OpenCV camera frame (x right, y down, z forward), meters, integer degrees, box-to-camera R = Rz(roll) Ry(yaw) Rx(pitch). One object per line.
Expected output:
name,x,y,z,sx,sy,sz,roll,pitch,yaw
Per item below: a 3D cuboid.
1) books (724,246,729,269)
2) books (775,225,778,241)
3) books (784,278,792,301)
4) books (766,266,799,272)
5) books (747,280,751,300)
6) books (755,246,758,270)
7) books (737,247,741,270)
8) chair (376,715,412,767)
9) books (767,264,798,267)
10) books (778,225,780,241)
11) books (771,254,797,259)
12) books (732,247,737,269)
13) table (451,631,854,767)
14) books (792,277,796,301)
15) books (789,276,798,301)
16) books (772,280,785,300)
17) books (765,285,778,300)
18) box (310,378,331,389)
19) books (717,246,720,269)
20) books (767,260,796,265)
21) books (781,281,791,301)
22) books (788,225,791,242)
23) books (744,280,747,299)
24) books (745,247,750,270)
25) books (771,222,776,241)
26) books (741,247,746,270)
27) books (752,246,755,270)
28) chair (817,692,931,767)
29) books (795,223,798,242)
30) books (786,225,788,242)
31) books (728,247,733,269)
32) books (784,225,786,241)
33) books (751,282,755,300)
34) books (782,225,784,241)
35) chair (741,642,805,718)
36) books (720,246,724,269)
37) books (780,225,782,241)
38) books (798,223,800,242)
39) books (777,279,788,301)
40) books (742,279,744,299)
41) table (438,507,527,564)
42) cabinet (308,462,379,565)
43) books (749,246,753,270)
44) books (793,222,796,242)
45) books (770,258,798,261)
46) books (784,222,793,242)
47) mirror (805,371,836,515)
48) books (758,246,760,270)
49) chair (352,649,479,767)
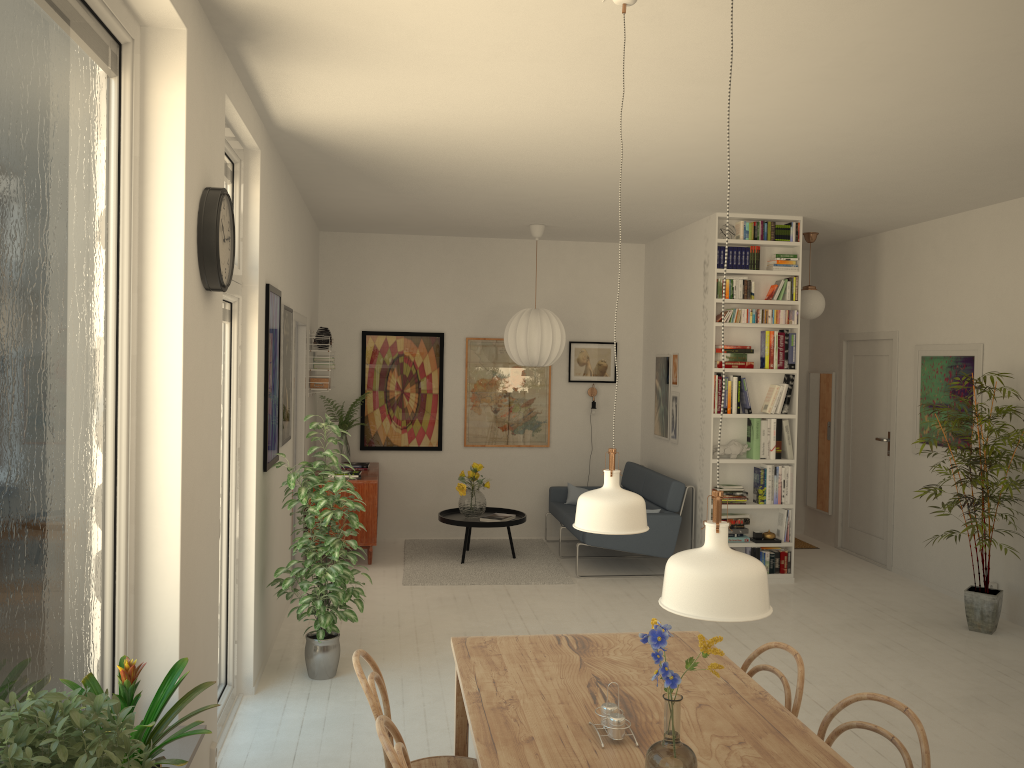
books,1.662,-0.988,7.021,0.034,0.178,0.188,1,1,-8
books,2.070,-1.189,7.040,0.017,0.130,0.150,1,1,-8
books,2.194,-0.752,7.112,0.022,0.187,0.186,1,1,-8
books,2.140,-0.909,7.091,0.214,0.038,0.222,1,2,-8
books,1.844,-0.737,7.021,0.023,0.153,0.176,1,1,-8
books,1.906,-0.990,7.055,0.020,0.191,0.205,1,1,-8
books,1.766,-0.986,7.035,0.034,0.178,0.188,1,1,-8
chair,-0.105,1.238,2.232,0.483,0.810,0.385,1,1,-11
books,2.143,-0.937,7.089,0.200,0.018,0.208,1,2,-8
books,2.088,-1.189,7.043,0.017,0.130,0.150,1,1,-8
books,2.158,-1.009,7.083,0.169,0.032,0.188,1,2,-3
books,1.732,-0.987,7.030,0.034,0.178,0.188,1,1,-8
table,0.349,1.285,2.262,0.894,0.749,1.798,1,1,-8
books,2.215,-0.752,7.101,0.014,0.188,0.218,1,1,-8
books,2.234,-0.757,7.101,0.022,0.198,0.212,1,1,-8
books,2.090,-0.742,7.097,0.092,0.165,0.222,1,1,-8
books,2.054,-0.726,7.105,0.073,0.129,0.200,1,1,-8
box,-1.632,-0.008,7.555,0.152,0.084,0.266,1,2,-8
books,1.593,-0.989,7.011,0.034,0.178,0.188,1,1,-8
books,2.131,-0.961,7.086,0.173,0.030,0.199,1,2,-18
books,2.169,-0.734,7.091,0.030,0.153,0.200,1,1,-8
books,2.175,-1.187,7.055,0.017,0.130,0.150,1,1,-8
books,1.816,-0.740,7.050,0.024,0.155,0.206,1,1,-8
books,1.836,-0.985,7.045,0.034,0.178,0.188,1,1,-8
books,2.042,-1.202,7.064,0.032,0.152,0.200,1,1,-8
books,1.801,-0.986,7.040,0.034,0.178,0.188,1,1,-8
books,1.885,-0.990,7.060,0.020,0.191,0.205,1,1,-8
chair,0.816,1.254,2.302,0.483,0.810,0.385,1,1,-26
books,2.231,-1.197,7.097,0.021,0.151,0.228,1,1,-8
books,2.157,-1.188,7.053,0.017,0.130,0.150,1,1,-8
books,1.697,-0.988,7.026,0.034,0.178,0.188,1,1,-8
books,2.140,-1.188,7.050,0.017,0.130,0.150,1,1,-8
books,1.879,-0.732,7.045,0.020,0.145,0.189,1,1,-8
books,2.122,-1.188,7.048,0.017,0.130,0.150,1,1,-8
chair,0.654,1.238,2.786,0.483,0.810,0.385,1,1,-11
books,1.628,-0.989,7.016,0.034,0.178,0.188,1,1,-8
books,2.105,-1.188,7.045,0.017,0.130,0.150,1,1,-8
books,2.245,-1.199,7.121,0.014,0.154,0.260,1,1,-8
books,2.125,-0.744,7.089,0.065,0.168,0.229,1,1,-8
books,1.800,-0.742,7.028,0.013,0.159,0.176,1,1,-8
table,-0.260,1.316,7.659,0.761,0.386,0.761,1,1,8
cabinet,-1.454,1.123,7.773,0.546,0.727,1.262,1,1,-8
books,1.864,-0.991,7.060,0.020,0.191,0.205,1,1,-8
books,2.210,-1.200,7.098,0.020,0.156,0.229,1,1,-8
books,2.151,-0.985,7.066,0.179,0.016,0.208,1,2,-3
books,2.194,-1.197,7.057,0.019,0.157,0.150,1,1,-8
mirror,3.034,0.565,8.742,0.029,1.370,0.500,1,1,-8
books,1.925,-0.990,7.069,0.020,0.191,0.205,1,1,-8
chair,-0.250,1.223,2.718,0.483,0.810,0.385,1,1,-6
